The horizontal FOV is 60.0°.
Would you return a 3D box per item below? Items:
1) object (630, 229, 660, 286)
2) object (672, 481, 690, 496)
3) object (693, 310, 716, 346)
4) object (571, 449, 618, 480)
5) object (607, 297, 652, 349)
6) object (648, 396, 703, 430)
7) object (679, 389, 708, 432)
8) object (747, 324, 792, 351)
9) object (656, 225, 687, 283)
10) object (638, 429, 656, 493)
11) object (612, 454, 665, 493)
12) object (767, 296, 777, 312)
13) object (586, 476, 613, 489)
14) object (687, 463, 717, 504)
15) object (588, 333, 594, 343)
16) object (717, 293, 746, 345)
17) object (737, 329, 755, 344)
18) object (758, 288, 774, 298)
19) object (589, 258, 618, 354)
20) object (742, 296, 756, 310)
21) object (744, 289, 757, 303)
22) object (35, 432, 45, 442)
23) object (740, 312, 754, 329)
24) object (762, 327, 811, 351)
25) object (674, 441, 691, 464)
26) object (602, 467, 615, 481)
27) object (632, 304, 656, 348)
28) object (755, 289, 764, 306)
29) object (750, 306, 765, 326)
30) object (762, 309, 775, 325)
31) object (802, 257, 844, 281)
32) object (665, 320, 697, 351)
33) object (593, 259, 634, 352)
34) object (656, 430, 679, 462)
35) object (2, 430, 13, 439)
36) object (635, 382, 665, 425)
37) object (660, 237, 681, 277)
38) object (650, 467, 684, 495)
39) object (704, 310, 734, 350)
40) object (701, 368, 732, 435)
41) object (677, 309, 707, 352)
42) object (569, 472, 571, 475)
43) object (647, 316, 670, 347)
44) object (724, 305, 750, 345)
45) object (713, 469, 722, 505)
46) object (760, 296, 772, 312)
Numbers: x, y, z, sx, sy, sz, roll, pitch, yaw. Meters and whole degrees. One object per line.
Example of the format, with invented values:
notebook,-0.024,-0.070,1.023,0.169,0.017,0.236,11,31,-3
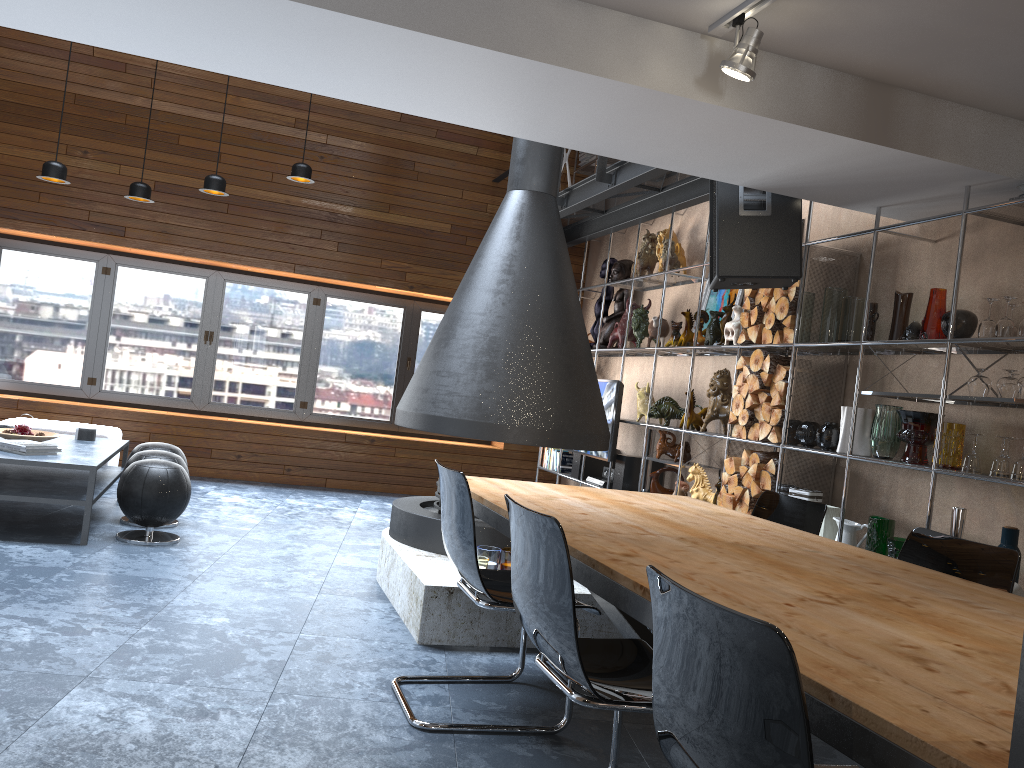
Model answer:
object,1.101,-1.054,7.417,0.207,0.442,0.328,7,-1,-24
object,1.178,0.783,6.197,0.119,0.220,0.212,7,-1,17
object,1.356,-0.375,6.174,0.227,0.270,0.123,7,-1,-18
object,0.728,0.703,7.867,0.343,0.303,0.175,7,-1,-18
object,0.960,-0.494,7.384,0.219,0.441,0.462,7,-1,-18
object,1.197,0.207,6.441,0.403,0.221,0.192,7,-1,19
object,1.300,0.185,6.201,0.290,0.290,0.097,8,-1,-37
object,1.619,-0.276,5.391,0.362,0.131,0.154,7,-1,-18
object,1.273,-1.045,7.000,0.215,0.458,0.328,7,-1,-13
object,1.036,0.611,6.767,0.112,0.533,0.112,7,-1,-18
object,0.999,0.727,7.005,0.343,0.303,0.175,7,-1,-18
object,1.665,-0.447,5.229,0.331,0.110,0.101,7,-1,-19
object,0.833,0.835,7.411,0.325,0.058,0.360,7,-1,-18
object,1.318,0.723,5.867,0.375,0.363,0.170,7,-1,38
object,0.673,-0.405,8.371,0.278,0.222,0.138,7,-1,-7
object,1.465,-0.410,5.829,0.198,0.358,0.116,7,-1,-10
object,1.566,-0.277,5.477,0.330,0.105,0.107,7,-1,-15
object,1.645,-0.551,5.253,0.321,0.128,0.164,7,-1,-17
object,0.816,-0.729,8.113,0.244,0.879,0.244,7,-1,11
object,1.591,-0.465,5.473,0.331,0.110,0.107,7,-1,-15
object,1.593,-0.532,5.470,0.308,0.120,0.097,7,-1,-13
object,-2.894,0.327,5.443,0.061,0.061,0.063,7,-1,-18
object,1.573,-0.372,5.485,0.321,0.109,0.110,7,-1,-18
object,1.642,-0.269,5.266,0.299,0.114,0.135,7,-1,-15
object,1.209,0.477,6.242,0.105,0.168,0.210,7,-1,23
object,0.838,0.755,7.411,0.080,0.101,0.223,7,-1,-18
object,1.063,-0.443,6.992,0.255,0.356,0.167,7,-1,2
object,1.634,-0.518,5.402,0.290,0.153,0.112,7,-1,-14
object,1.611,-0.403,5.378,0.329,0.135,0.095,7,-1,-14
object,1.656,-0.382,5.284,0.288,0.118,0.147,7,-1,-14
object,1.736,-0.660,5.080,0.308,0.107,0.121,7,-1,-14
object,1.279,-0.347,6.507,0.272,0.207,0.137,7,-1,-14
object,0.914,-0.698,7.864,0.305,0.840,0.237,7,-1,-15
object,1.165,0.453,6.463,0.217,0.214,0.108,7,-1,7
object,-3.058,0.306,5.371,0.064,0.062,0.061,7,-1,14
object,1.072,0.149,6.768,0.325,0.310,0.154,8,-1,-33
object,1.210,-0.962,6.709,0.208,0.280,0.131,8,-1,-36
object,1.113,0.745,6.424,0.249,0.290,0.114,7,-1,8
object,1.435,-0.358,5.984,0.253,0.249,0.126,7,-1,-13
object,1.432,0.117,5.803,0.210,0.451,0.405,7,-1,-25
object,1.326,-0.383,6.341,0.290,0.290,0.097,7,-1,-19
object,0.625,0.575,8.075,0.112,0.533,0.112,7,-1,-18
object,1.117,-0.394,6.765,0.164,0.266,0.237,7,-1,-1
object,1.520,-0.364,5.671,0.314,0.280,0.151,7,-1,-19
object,1.365,0.729,5.657,0.198,0.358,0.116,7,-1,-25
object,1.658,-0.460,5.311,0.330,0.098,0.107,7,-1,-14
